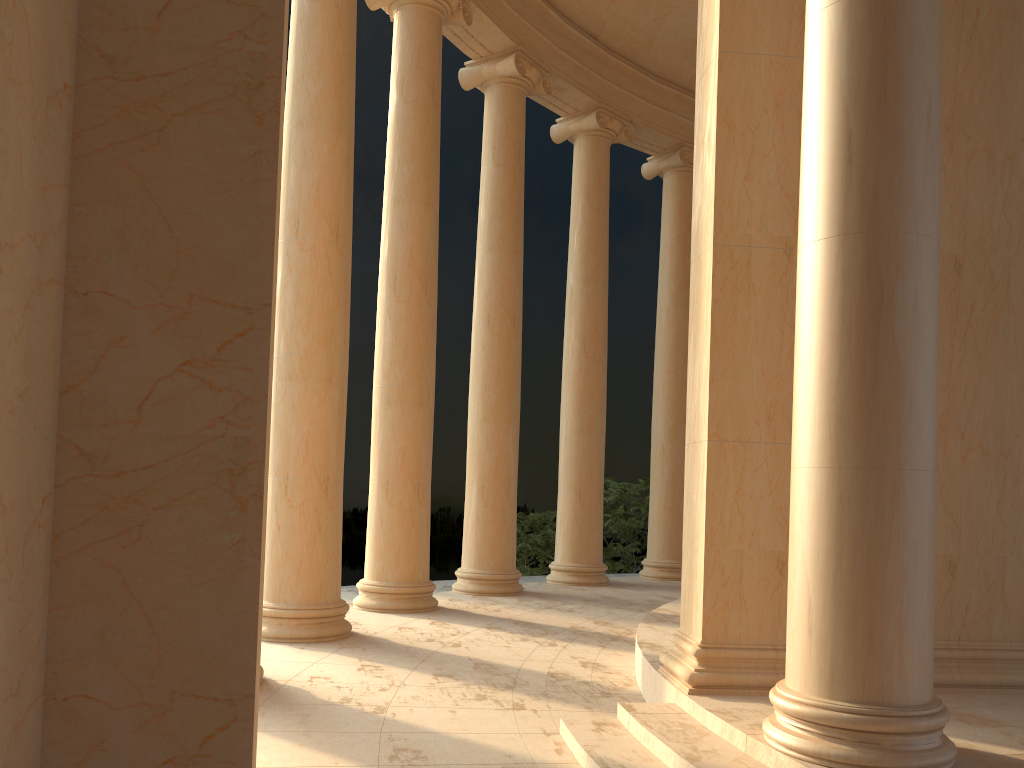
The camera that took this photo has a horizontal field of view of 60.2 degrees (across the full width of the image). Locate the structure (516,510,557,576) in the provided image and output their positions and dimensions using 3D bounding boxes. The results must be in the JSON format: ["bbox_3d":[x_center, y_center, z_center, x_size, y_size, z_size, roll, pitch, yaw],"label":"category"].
[{"bbox_3d":[24.460,309.941,1520.208,149.168,187.740,156.326,2,-4,7],"label":"structure"}]

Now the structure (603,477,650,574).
[{"bbox_3d":[212.366,314.198,1608.770,247.181,298.558,238.528,2,-4,-2],"label":"structure"}]
